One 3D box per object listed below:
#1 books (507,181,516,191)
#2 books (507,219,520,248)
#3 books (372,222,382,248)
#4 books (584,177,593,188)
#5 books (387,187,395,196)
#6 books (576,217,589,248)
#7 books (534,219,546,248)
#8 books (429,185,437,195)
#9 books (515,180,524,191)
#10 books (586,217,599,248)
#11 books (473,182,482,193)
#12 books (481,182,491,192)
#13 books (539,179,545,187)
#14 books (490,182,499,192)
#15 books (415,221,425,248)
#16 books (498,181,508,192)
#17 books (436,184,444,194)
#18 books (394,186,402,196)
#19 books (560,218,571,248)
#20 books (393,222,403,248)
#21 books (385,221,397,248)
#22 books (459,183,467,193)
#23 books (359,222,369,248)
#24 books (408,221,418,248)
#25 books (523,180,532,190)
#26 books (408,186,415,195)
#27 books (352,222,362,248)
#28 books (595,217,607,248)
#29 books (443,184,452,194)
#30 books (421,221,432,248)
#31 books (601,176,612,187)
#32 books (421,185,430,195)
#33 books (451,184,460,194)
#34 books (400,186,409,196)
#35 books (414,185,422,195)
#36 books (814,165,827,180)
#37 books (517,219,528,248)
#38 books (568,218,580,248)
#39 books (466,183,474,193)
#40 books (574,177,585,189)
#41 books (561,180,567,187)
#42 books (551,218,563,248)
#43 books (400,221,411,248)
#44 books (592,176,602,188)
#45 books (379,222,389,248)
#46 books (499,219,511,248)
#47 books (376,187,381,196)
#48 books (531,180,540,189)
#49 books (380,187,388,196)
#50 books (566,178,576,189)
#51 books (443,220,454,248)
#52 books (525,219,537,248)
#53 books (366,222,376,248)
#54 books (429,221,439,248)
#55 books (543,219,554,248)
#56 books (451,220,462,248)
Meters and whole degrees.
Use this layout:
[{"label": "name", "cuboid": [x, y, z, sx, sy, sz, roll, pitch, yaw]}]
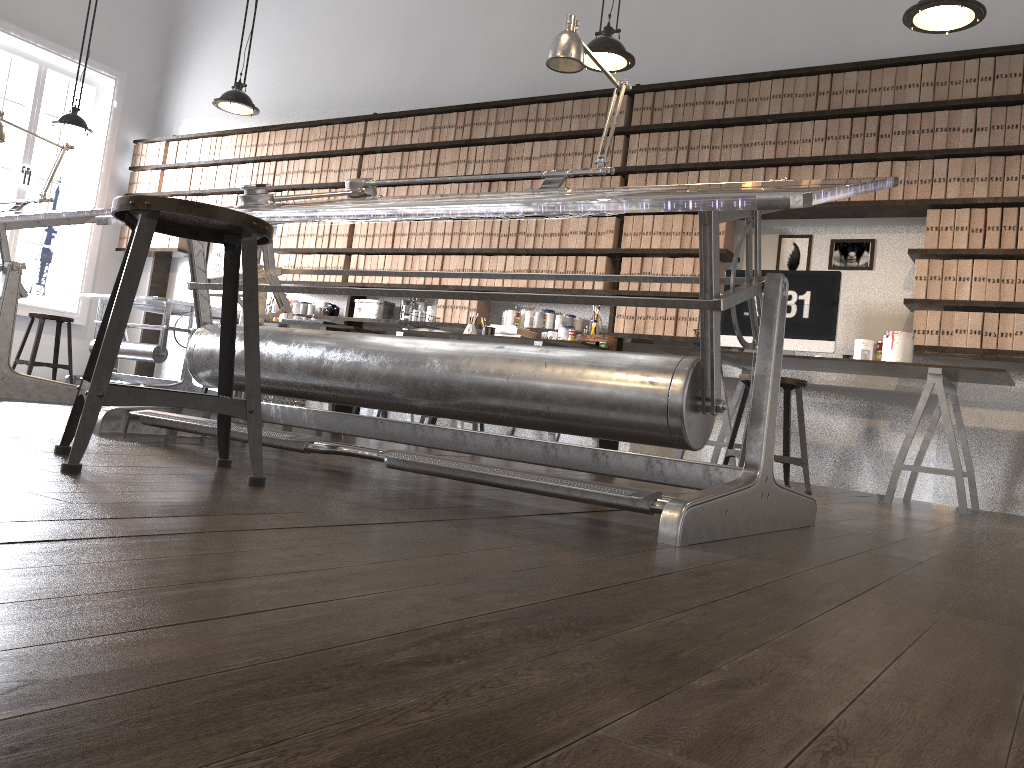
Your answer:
[{"label": "books", "cuboid": [0.030, -1.320, 6.341, 0.067, 0.226, 0.173, 4, -5, 33]}, {"label": "books", "cuboid": [0.051, -1.039, 6.276, 0.067, 0.227, 0.173, 4, -5, 33]}, {"label": "books", "cuboid": [-1.008, -1.145, 6.965, 0.067, 0.226, 0.173, 4, -5, 33]}, {"label": "books", "cuboid": [0.548, -1.268, 5.998, 0.067, 0.226, 0.173, 4, -5, 33]}, {"label": "books", "cuboid": [-0.904, -1.413, 6.947, 0.067, 0.226, 0.173, 4, -5, 33]}, {"label": "books", "cuboid": [0.513, -0.993, 5.977, 0.067, 0.227, 0.173, 4, -5, 33]}, {"label": "books", "cuboid": [0.235, -1.020, 6.163, 0.067, 0.226, 0.173, 4, -5, 33]}, {"label": "books", "cuboid": [-0.561, -1.379, 6.723, 0.067, 0.226, 0.173, 4, -5, 33]}, {"label": "books", "cuboid": [0.089, -1.314, 6.303, 0.067, 0.226, 0.173, 4, -5, 33]}, {"label": "books", "cuboid": [0.574, -0.987, 5.942, 0.067, 0.226, 0.173, 4, -5, 33]}, {"label": "books", "cuboid": [-0.214, -1.344, 6.500, 0.067, 0.226, 0.173, 4, -5, 33]}, {"label": "books", "cuboid": [-0.155, -1.338, 6.455, 0.067, 0.227, 0.173, 4, -5, 33]}, {"label": "books", "cuboid": [0.253, -1.297, 6.194, 0.067, 0.226, 0.173, 4, -5, 33]}, {"label": "books", "cuboid": [-0.089, -1.332, 6.419, 0.067, 0.226, 0.173, 4, -5, 33]}, {"label": "books", "cuboid": [-0.648, -1.109, 6.735, 0.067, 0.226, 0.173, 4, -5, 33]}, {"label": "books", "cuboid": [-0.032, -1.326, 6.376, 0.067, 0.226, 0.173, 4, -5, 33]}, {"label": "books", "cuboid": [-0.501, -1.373, 6.687, 0.067, 0.226, 0.173, 4, -5, 33]}, {"label": "books", "cuboid": [-0.845, -1.407, 6.908, 0.067, 0.226, 0.173, 4, -5, 33]}, {"label": "books", "cuboid": [0.407, -1.003, 6.050, 0.067, 0.226, 0.173, 4, -5, 33]}, {"label": "books", "cuboid": [-0.826, -1.127, 6.851, 0.067, 0.226, 0.173, 4, -5, 33]}, {"label": "books", "cuboid": [-0.892, -1.133, 6.887, 0.067, 0.227, 0.173, 4, -5, 33]}, {"label": "books", "cuboid": [-0.325, -1.355, 6.564, 0.067, 0.227, 0.173, 4, -5, 33]}, {"label": "books", "cuboid": [-1.123, -1.157, 7.035, 0.067, 0.226, 0.173, 4, -5, 33]}, {"label": "books", "cuboid": [-0.708, -1.115, 6.773, 0.067, 0.226, 0.173, 4, -5, 33]}, {"label": "books", "cuboid": [0.143, -1.309, 6.261, 0.067, 0.227, 0.173, 4, -5, 33]}, {"label": "books", "cuboid": [-0.733, -1.396, 6.834, 0.067, 0.226, 0.173, 4, -5, 33]}, {"label": "books", "cuboid": [-1.182, -1.162, 7.077, 0.067, 0.226, 0.173, 4, -5, 33]}, {"label": "books", "cuboid": [0.634, -0.981, 5.906, 0.067, 0.226, 0.173, 4, -5, 33]}, {"label": "books", "cuboid": [-0.445, -1.367, 6.645, 0.067, 0.226, 0.173, 4, -5, 33]}, {"label": "books", "cuboid": [-0.595, -1.104, 6.693, 0.067, 0.227, 0.173, 4, -5, 33]}, {"label": "books", "cuboid": [0.659, -1.257, 5.932, 0.067, 0.226, 0.173, 4, -5, 33]}, {"label": "books", "cuboid": [-0.622, -1.385, 6.758, 0.067, 0.227, 0.173, 4, -5, 33]}, {"label": "books", "cuboid": [-0.386, -1.362, 6.603, 0.067, 0.226, 0.173, 4, -5, 33]}, {"label": "books", "cuboid": [-0.792, -1.402, 6.867, 0.067, 0.227, 0.173, 4, -5, 33]}, {"label": "books", "cuboid": [-0.681, -1.391, 6.799, 0.067, 0.226, 0.173, 4, -5, 33]}, {"label": "books", "cuboid": [1.817, -1.147, 5.181, 0.067, 0.226, 0.173, 4, -5, 33]}, {"label": "books", "cuboid": [0.117, -1.032, 6.240, 0.067, 0.226, 0.173, 4, -5, 33]}, {"label": "books", "cuboid": [0.458, -0.998, 6.015, 0.067, 0.226, 0.173, 4, -5, 33]}, {"label": "books", "cuboid": [-0.270, -1.350, 6.533, 0.067, 0.226, 0.173, 4, -5, 33]}, {"label": "books", "cuboid": [0.490, -1.274, 6.040, 0.067, 0.226, 0.173, 4, -5, 33]}, {"label": "books", "cuboid": [0.374, -1.285, 6.118, 0.067, 0.226, 0.173, 4, -5, 33]}, {"label": "books", "cuboid": [0.348, -1.009, 6.082, 0.067, 0.227, 0.173, 4, -5, 33]}, {"label": "books", "cuboid": [-0.769, -1.121, 6.808, 0.067, 0.226, 0.173, 4, -5, 33]}, {"label": "books", "cuboid": [0.604, -1.263, 5.962, 0.067, 0.227, 0.173, 4, -5, 33]}, {"label": "books", "cuboid": [-0.951, -1.139, 6.932, 0.067, 0.226, 0.173, 4, -5, 33]}, {"label": "books", "cuboid": [-0.008, -1.045, 6.321, 0.067, 0.226, 0.173, 4, -5, 33]}, {"label": "books", "cuboid": [-1.023, -1.425, 7.024, 0.067, 0.226, 0.173, 4, -5, 33]}, {"label": "books", "cuboid": [0.201, -1.303, 6.229, 0.067, 0.226, 0.173, 4, -5, 33]}, {"label": "books", "cuboid": [-0.966, -1.419, 6.982, 0.067, 0.226, 0.173, 4, -5, 33]}, {"label": "books", "cuboid": [0.433, -1.279, 6.081, 0.067, 0.226, 0.173, 4, -5, 33]}, {"label": "books", "cuboid": [-0.425, -1.087, 6.585, 0.067, 0.227, 0.173, 4, -5, 33]}, {"label": "books", "cuboid": [0.174, -1.027, 6.198, 0.067, 0.226, 0.173, 4, -5, 33]}, {"label": "books", "cuboid": [-1.063, -1.150, 6.996, 0.067, 0.227, 0.173, 4, -5, 33]}, {"label": "books", "cuboid": [-0.536, -1.098, 6.661, 0.067, 0.226, 0.173, 4, -5, 33]}, {"label": "books", "cuboid": [0.295, -1.015, 6.124, 0.067, 0.226, 0.173, 4, -5, 33]}, {"label": "books", "cuboid": [-0.364, -1.080, 6.550, 0.067, 0.226, 0.173, 4, -5, 33]}]
